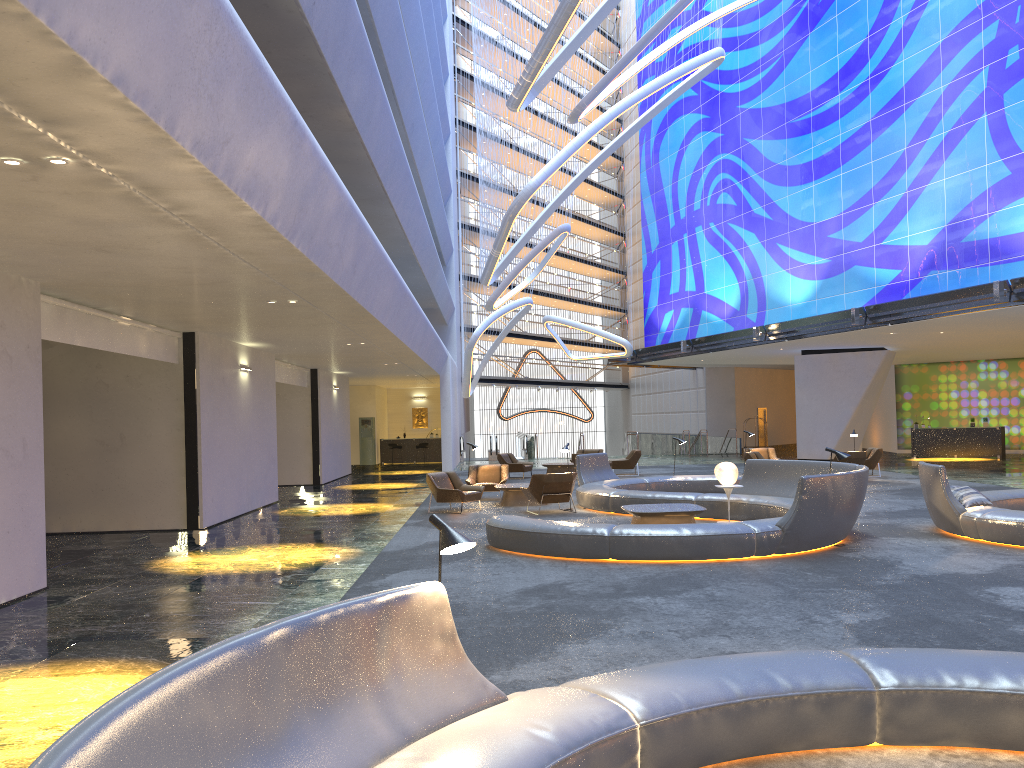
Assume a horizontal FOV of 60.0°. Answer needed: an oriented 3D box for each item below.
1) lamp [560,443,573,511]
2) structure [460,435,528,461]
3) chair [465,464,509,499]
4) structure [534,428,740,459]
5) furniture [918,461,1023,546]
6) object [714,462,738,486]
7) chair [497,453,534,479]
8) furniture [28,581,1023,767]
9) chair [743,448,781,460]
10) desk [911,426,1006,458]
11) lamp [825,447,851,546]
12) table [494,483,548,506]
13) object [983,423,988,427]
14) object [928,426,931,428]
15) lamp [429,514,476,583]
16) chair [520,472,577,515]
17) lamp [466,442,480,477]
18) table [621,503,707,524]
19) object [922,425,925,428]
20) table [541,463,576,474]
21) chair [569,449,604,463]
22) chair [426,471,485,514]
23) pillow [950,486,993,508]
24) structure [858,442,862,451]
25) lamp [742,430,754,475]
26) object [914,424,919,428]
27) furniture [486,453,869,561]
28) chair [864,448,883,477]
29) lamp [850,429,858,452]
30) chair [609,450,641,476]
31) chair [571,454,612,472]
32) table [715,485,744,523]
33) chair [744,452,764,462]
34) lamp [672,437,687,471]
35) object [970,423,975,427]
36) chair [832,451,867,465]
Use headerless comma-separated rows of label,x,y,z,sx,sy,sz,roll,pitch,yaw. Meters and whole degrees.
lamp,1.053,1.777,16.944,0.202,1.300,0.384,-2,-1,15
structure,-0.933,6.830,48.937,3.016,8.235,19.843,-1,-2,-1
chair,-0.535,2.205,19.813,0.929,0.766,0.939,-2,-2,5
structure,5.488,6.722,49.525,9.304,8.396,19.747,-1,-2,-1
furniture,8.817,1.416,9.710,5.184,0.969,9.935,-1,-2,-9
object,3.457,1.452,14.303,0.367,0.387,0.318,-2,-1,6
chair,0.095,2.474,26.754,0.939,0.766,0.929,-2,-2,23
furniture,1.629,1.209,0.190,5.185,0.969,9.935,-1,-2,-5
chair,7.200,2.245,25.611,0.929,0.766,0.939,-2,-2,5
desk,16.287,2.129,32.410,2.979,1.097,0.813,-3,-2,37
lamp,4.269,1.477,11.659,0.384,1.300,0.202,-2,0,16
table,0.237,2.313,18.541,1.203,0.392,1.204,-1,-2,-2
object,16.930,1.462,31.682,0.150,0.145,0.150,-2,-2,32
object,15.417,1.581,32.736,0.072,0.070,0.073,-2,-2,33
lamp,-0.310,1.293,4.325,0.202,1.300,0.384,-1,-1,-42
chair,0.722,2.045,16.707,0.929,0.766,0.939,-1,-2,-18
lamp,-0.883,1.947,19.863,0.384,1.300,0.202,-2,0,16
table,2.260,2.044,13.259,1.203,0.392,1.204,-1,-2,-1
object,15.251,1.571,32.847,0.108,0.108,0.111,-2,-2,33
table,1.548,2.631,27.080,1.203,0.392,1.203,-2,-2,17
chair,2.424,2.480,28.351,0.930,0.766,0.939,-2,-2,26
chair,-1.134,2.119,17.348,0.939,0.766,0.929,-2,-2,32
pillow,6.268,1.545,12.276,0.692,0.262,0.878,-2,-2,7
structure,14.865,1.931,38.229,1.022,2.050,0.773,-1,-1,-23
lamp,6.852,1.987,25.662,0.384,1.300,0.202,-2,0,16
object,15.045,1.562,32.984,0.149,0.149,0.149,-2,-2,33
furniture,3.097,1.792,15.262,5.187,0.969,9.931,-2,-2,16
chair,9.451,2.117,23.907,0.939,0.766,0.930,-2,-2,7
lamp,8.789,1.817,22.742,0.202,1.300,0.384,-2,-1,15
chair,3.439,2.397,26.965,0.938,0.766,0.930,-1,-2,1
chair,2.243,2.364,25.406,0.938,0.766,0.930,0,-2,-40
table,3.510,1.943,14.330,0.418,0.595,0.428,-1,-1,-2
chair,6.601,2.159,23.146,0.939,0.766,0.929,-2,-2,32
lamp,3.746,1.829,19.892,0.384,1.300,0.202,-2,0,16
object,16.579,1.480,31.890,0.150,0.145,0.150,-2,-2,32
chair,8.458,2.085,22.505,0.929,0.766,0.939,-1,-2,-18
